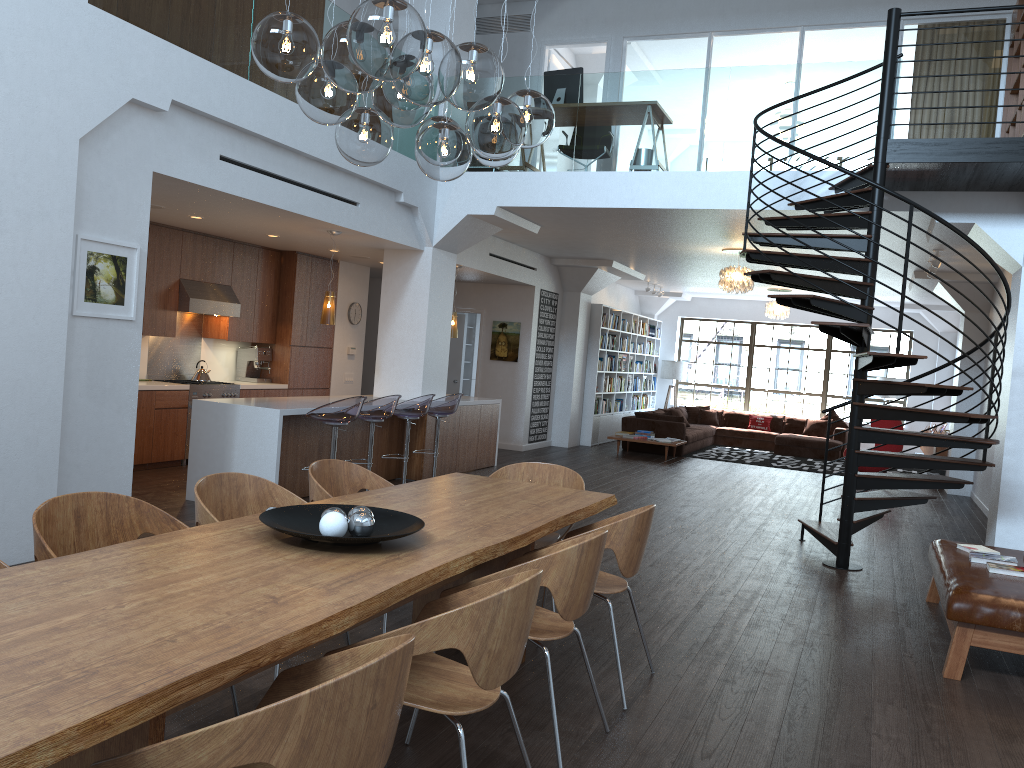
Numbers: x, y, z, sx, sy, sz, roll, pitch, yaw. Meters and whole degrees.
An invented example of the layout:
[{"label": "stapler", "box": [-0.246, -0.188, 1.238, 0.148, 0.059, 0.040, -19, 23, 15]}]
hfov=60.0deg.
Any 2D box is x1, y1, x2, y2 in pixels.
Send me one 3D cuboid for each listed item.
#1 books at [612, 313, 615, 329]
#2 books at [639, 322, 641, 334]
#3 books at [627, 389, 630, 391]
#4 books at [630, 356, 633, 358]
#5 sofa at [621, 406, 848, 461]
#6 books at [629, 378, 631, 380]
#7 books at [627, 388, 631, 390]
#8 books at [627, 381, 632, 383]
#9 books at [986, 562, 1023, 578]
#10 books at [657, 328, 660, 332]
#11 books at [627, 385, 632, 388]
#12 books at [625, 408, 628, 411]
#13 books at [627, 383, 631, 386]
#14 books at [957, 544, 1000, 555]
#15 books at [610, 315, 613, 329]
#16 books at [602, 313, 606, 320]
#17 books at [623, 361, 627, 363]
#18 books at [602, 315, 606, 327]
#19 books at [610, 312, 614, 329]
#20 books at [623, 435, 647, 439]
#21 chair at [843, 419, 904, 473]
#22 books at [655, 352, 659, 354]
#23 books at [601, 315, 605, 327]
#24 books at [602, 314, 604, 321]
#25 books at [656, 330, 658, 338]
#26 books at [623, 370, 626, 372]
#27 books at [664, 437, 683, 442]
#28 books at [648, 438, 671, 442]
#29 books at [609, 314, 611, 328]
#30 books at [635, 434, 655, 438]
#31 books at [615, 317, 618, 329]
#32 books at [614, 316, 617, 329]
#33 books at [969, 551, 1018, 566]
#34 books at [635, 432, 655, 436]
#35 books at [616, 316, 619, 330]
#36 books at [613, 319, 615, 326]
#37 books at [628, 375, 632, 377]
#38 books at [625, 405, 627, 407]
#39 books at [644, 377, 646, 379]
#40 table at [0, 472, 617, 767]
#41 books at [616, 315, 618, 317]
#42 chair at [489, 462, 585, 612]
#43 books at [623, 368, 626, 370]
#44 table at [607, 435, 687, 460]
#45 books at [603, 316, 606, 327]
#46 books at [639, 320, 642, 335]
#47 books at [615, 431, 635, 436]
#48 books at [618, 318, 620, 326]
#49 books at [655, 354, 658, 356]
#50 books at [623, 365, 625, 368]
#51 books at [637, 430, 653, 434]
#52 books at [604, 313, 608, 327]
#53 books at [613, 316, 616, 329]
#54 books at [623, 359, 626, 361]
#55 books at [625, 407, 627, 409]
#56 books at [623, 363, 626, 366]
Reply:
[{"label": "books", "box": [1.715, -1.123, 15.757, 0.197, 0.290, 0.136, 5, 2, 22]}, {"label": "books", "box": [2.453, -1.105, 17.553, 0.171, 0.246, 0.057, 5, 2, 22]}, {"label": "books", "box": [2.164, 0.116, 17.202, 0.246, 0.038, 0.171, 5, 2, 22]}, {"label": "books", "box": [2.201, -0.529, 17.089, 0.224, 0.030, 0.161, 6, 2, 32]}, {"label": "sofa", "box": [4.205, 0.917, 16.160, 3.481, 0.664, 4.197, 5, 2, 22]}, {"label": "books", "box": [2.212, -0.103, 17.180, 0.161, 0.026, 0.223, 5, 2, 12]}, {"label": "books", "box": [2.166, 0.078, 17.204, 0.251, 0.037, 0.160, 6, 2, 27]}, {"label": "books", "box": [2.182, -0.043, 17.200, 0.253, 0.040, 0.183, 5, 2, 22]}, {"label": "books", "box": [2.825, 1.056, 5.029, 0.224, 0.032, 0.161, 5, 2, 22]}, {"label": "books", "box": [3.104, -1.099, 19.105, 0.140, 0.231, 0.042, 5, 2, 22]}, {"label": "books", "box": [2.175, 0.039, 17.227, 0.259, 0.040, 0.180, 5, 2, 22]}, {"label": "books", "box": [2.091, 0.480, 17.200, 0.284, 0.035, 0.197, 5, 2, 22]}, {"label": "books", "box": [2.186, -0.002, 17.207, 0.231, 0.044, 0.168, 5, 2, 17]}, {"label": "books", "box": [2.947, 1.050, 5.611, 0.161, 0.031, 0.223, 5, 2, 0]}, {"label": "books", "box": [1.665, -1.098, 15.615, 0.174, 0.242, 0.105, 5, 2, 22]}, {"label": "books", "box": [1.532, -1.103, 15.302, 0.159, 0.248, 0.089, 5, 2, 22]}, {"label": "books", "box": [2.052, -0.420, 16.766, 0.183, 0.042, 0.253, 5, 2, 22]}, {"label": "books", "box": [1.512, -1.087, 15.241, 0.161, 0.218, 0.101, 5, 2, 22]}, {"label": "books", "box": [1.695, -1.123, 15.697, 0.176, 0.293, 0.125, 5, 2, 22]}, {"label": "books", "box": [1.966, 0.847, 14.204, 0.340, 0.035, 0.236, 3, 3, -43]}, {"label": "chair", "box": [5.296, 0.945, 12.975, 0.798, 1.006, 0.801, 3, 3, -42]}, {"label": "books", "box": [2.963, -0.670, 18.964, 0.284, 0.033, 0.197, 6, 2, 37]}, {"label": "books", "box": [1.479, -1.083, 15.184, 0.167, 0.210, 0.162, 5, 2, 22]}, {"label": "books", "box": [1.453, -1.085, 15.097, 0.182, 0.215, 0.188, 5, 2, 22]}, {"label": "books", "box": [3.032, -1.075, 18.937, 0.134, 0.184, 0.030, 5, 2, 22]}, {"label": "books", "box": [2.042, -0.255, 16.766, 0.171, 0.039, 0.246, 5, 2, 22]}, {"label": "books", "box": [2.607, 0.895, 14.302, 0.350, 0.035, 0.256, 3, 3, -42]}, {"label": "books", "box": [2.333, 0.881, 14.043, 0.231, 0.040, 0.342, 4, 2, -28]}, {"label": "books", "box": [1.642, -1.103, 15.567, 0.170, 0.251, 0.118, 5, 2, 22]}, {"label": "books", "box": [2.184, 0.852, 14.549, 0.312, 0.037, 0.216, 5, 2, 12]}, {"label": "books", "box": [1.797, -1.099, 15.929, 0.174, 0.243, 0.085, 5, 2, 22]}, {"label": "books", "box": [1.768, -1.102, 15.847, 0.182, 0.253, 0.098, 5, 2, 22]}, {"label": "books", "box": [2.872, 1.049, 5.296, 0.247, 0.040, 0.185, 6, 2, 25]}, {"label": "books", "box": [2.184, 0.816, 14.553, 0.279, 0.035, 0.191, 6, 2, 32]}, {"label": "books", "box": [1.835, -1.105, 16.024, 0.182, 0.255, 0.077, 5, 2, 22]}, {"label": "books", "box": [1.736, -1.088, 15.790, 0.161, 0.222, 0.083, 5, 2, 22]}, {"label": "books", "box": [2.206, -0.161, 17.183, 0.185, 0.041, 0.129, 6, 2, 37]}, {"label": "books", "box": [2.093, 0.413, 17.203, 0.254, 0.032, 0.174, 6, 2, 27]}, {"label": "books", "box": [2.629, -0.131, 18.223, 0.223, 0.031, 0.161, 5, 2, 22]}, {"label": "table", "box": [-0.649, 0.930, 3.232, 1.012, 0.750, 3.803, 5, 2, 22]}, {"label": "books", "box": [1.797, -1.112, 15.988, 0.180, 0.265, 0.103, 5, 2, 22]}, {"label": "chair", "box": [0.084, 0.886, 5.012, 0.629, 0.833, 0.618, 5, 2, 17]}, {"label": "books", "box": [2.042, -0.294, 16.764, 0.160, 0.039, 0.251, 6, 2, 27]}, {"label": "table", "box": [2.169, 1.016, 14.254, 1.100, 0.271, 0.853, 5, 2, 22]}, {"label": "books", "box": [1.527, -1.089, 15.271, 0.161, 0.222, 0.084, 5, 2, 22]}, {"label": "books", "box": [2.484, -1.127, 17.630, 0.176, 0.290, 0.053, 5, 2, 22]}, {"label": "books", "box": [1.869, 0.820, 14.614, 0.241, 0.045, 0.334, 5, 2, 24]}, {"label": "books", "box": [1.853, -1.096, 16.092, 0.167, 0.233, 0.077, 5, 2, 22]}, {"label": "books", "box": [2.960, -0.636, 18.965, 0.197, 0.035, 0.284, 3, 3, -38]}, {"label": "books", "box": [2.021, -0.336, 16.768, 0.180, 0.042, 0.259, 5, 2, 22]}, {"label": "books", "box": [2.190, 0.785, 14.548, 0.224, 0.027, 0.157, 6, 2, 27]}, {"label": "books", "box": [1.550, -1.105, 15.342, 0.170, 0.251, 0.118, 5, 2, 22]}, {"label": "books", "box": [1.753, -1.101, 15.818, 0.159, 0.248, 0.089, 5, 2, 22]}, {"label": "books", "box": [2.051, -0.457, 16.773, 0.161, 0.033, 0.223, 5, 2, 22]}, {"label": "books", "box": [2.094, 0.446, 17.199, 0.284, 0.033, 0.197, 5, 2, 7]}, {"label": "books", "box": [2.043, -0.379, 16.774, 0.168, 0.045, 0.231, 5, 2, 17]}]
